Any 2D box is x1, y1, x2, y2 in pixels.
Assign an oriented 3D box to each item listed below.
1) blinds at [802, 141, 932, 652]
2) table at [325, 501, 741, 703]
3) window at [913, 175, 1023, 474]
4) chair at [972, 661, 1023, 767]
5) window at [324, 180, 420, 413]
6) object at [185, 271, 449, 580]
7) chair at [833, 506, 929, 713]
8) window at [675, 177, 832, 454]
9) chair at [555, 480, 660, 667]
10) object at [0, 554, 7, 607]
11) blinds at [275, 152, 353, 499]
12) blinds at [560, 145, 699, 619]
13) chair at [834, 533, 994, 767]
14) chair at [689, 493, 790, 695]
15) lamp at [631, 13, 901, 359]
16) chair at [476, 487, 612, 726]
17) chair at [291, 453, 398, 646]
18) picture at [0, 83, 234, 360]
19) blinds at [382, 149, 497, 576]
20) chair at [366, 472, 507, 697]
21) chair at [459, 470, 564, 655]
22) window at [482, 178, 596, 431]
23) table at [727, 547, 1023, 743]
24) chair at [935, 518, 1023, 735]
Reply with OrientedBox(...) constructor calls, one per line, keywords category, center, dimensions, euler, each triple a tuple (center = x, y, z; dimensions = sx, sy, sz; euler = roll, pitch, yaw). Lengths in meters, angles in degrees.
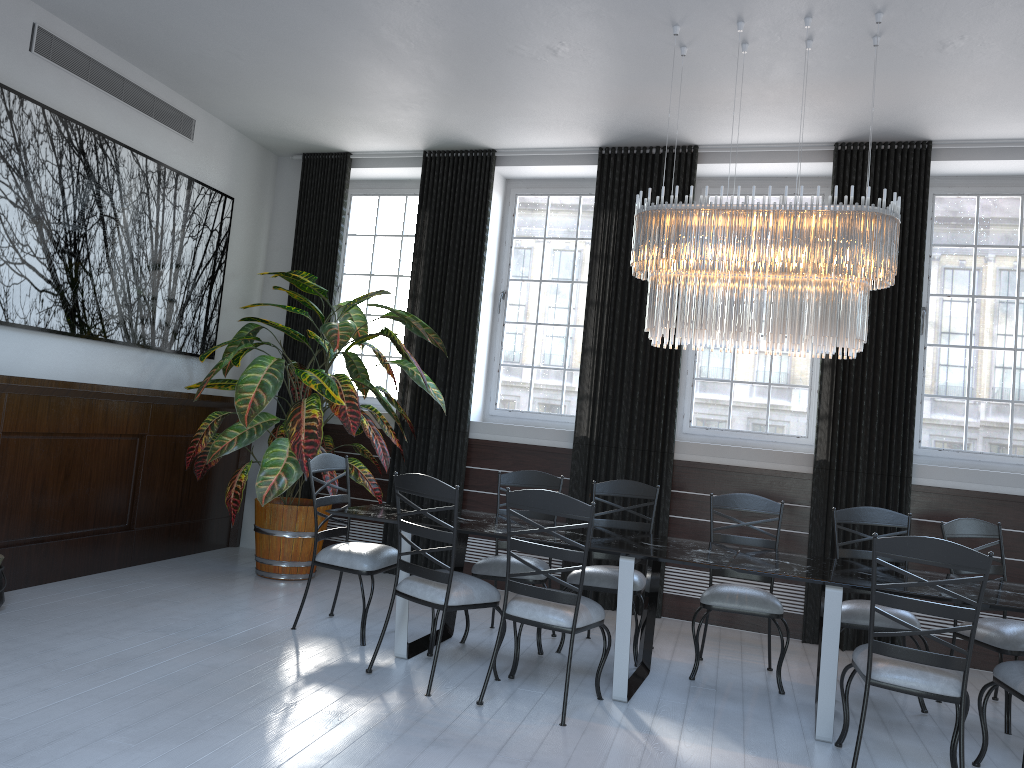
OrientedBox(category="blinds", center=(2.298, 0.049, 5.740), dimensions=(0.605, 3.324, 0.110), euler=(4, -5, 20))
OrientedBox(category="table", center=(0.097, 1.094, 4.562), dimensions=(1.998, 0.699, 0.888), euler=(5, -4, 19))
OrientedBox(category="window", center=(3.213, -0.419, 5.901), dimensions=(1.034, 1.997, 0.132), euler=(4, -5, 20))
OrientedBox(category="chair", center=(2.118, 1.112, 3.397), dimensions=(0.496, 0.967, 0.501), euler=(4, -4, 15))
OrientedBox(category="window", center=(-1.101, -0.762, 7.512), dimensions=(1.034, 1.997, 0.132), euler=(4, -5, 20))
OrientedBox(category="object", center=(-1.425, 0.242, 6.269), dimensions=(1.735, 2.250, 1.808), euler=(9, -5, -43))
OrientedBox(category="chair", center=(1.919, 1.150, 4.675), dimensions=(0.497, 0.967, 0.501), euler=(4, -5, 19))
OrientedBox(category="window", center=(1.774, -0.533, 6.436), dimensions=(1.034, 1.997, 0.132), euler=(4, -5, 20))
OrientedBox(category="chair", center=(0.581, 1.037, 5.032), dimensions=(0.497, 0.967, 0.501), euler=(4, -5, 23))
OrientedBox(category="object", center=(-2.777, 0.635, 4.436), dimensions=(0.322, 1.054, 0.634), euler=(5, -4, 10))
OrientedBox(category="blinds", center=(-1.690, -0.266, 7.251), dimensions=(0.456, 3.324, 0.102), euler=(4, -5, 20))
OrientedBox(category="blinds", center=(0.824, -0.068, 6.290), dimensions=(0.740, 3.324, 0.110), euler=(4, -5, 20))
OrientedBox(category="chair", center=(1.556, 1.061, 3.464), dimensions=(0.497, 0.967, 0.501), euler=(4, -5, 20))
OrientedBox(category="chair", center=(1.242, 1.085, 4.786), dimensions=(0.491, 0.958, 0.501), euler=(4, -4, 14))
OrientedBox(category="lamp", center=(1.251, -0.966, 4.407), dimensions=(1.274, 1.631, 0.439), euler=(4, -5, 20))
OrientedBox(category="chair", center=(0.171, 0.952, 3.995), dimensions=(0.497, 0.967, 0.501), euler=(4, -5, 22))
OrientedBox(category="chair", center=(-0.872, 0.894, 4.950), dimensions=(0.504, 0.967, 0.494), euler=(4, -5, 21))
OrientedBox(category="picture", center=(-2.572, -0.910, 5.659), dimensions=(0.037, 1.283, 2.582), euler=(4, -3, 14))
OrientedBox(category="blinds", center=(-0.573, -0.178, 6.816), dimensions=(0.624, 3.324, 0.098), euler=(4, -5, 21))
OrientedBox(category="chair", center=(-0.331, 0.914, 4.226), dimensions=(0.496, 0.967, 0.501), euler=(2, -6, 38))
OrientedBox(category="chair", center=(0.038, 0.987, 5.073), dimensions=(0.497, 0.967, 0.501), euler=(4, -5, 16))
OrientedBox(category="window", center=(0.337, -0.648, 6.975), dimensions=(1.034, 1.997, 0.132), euler=(4, -5, 20))
OrientedBox(category="table", center=(1.983, 1.246, 3.903), dimensions=(1.998, 0.699, 0.888), euler=(5, -4, 19))
OrientedBox(category="chair", center=(2.503, 1.198, 4.485), dimensions=(0.495, 0.967, 0.502), euler=(7, -5, -18))
